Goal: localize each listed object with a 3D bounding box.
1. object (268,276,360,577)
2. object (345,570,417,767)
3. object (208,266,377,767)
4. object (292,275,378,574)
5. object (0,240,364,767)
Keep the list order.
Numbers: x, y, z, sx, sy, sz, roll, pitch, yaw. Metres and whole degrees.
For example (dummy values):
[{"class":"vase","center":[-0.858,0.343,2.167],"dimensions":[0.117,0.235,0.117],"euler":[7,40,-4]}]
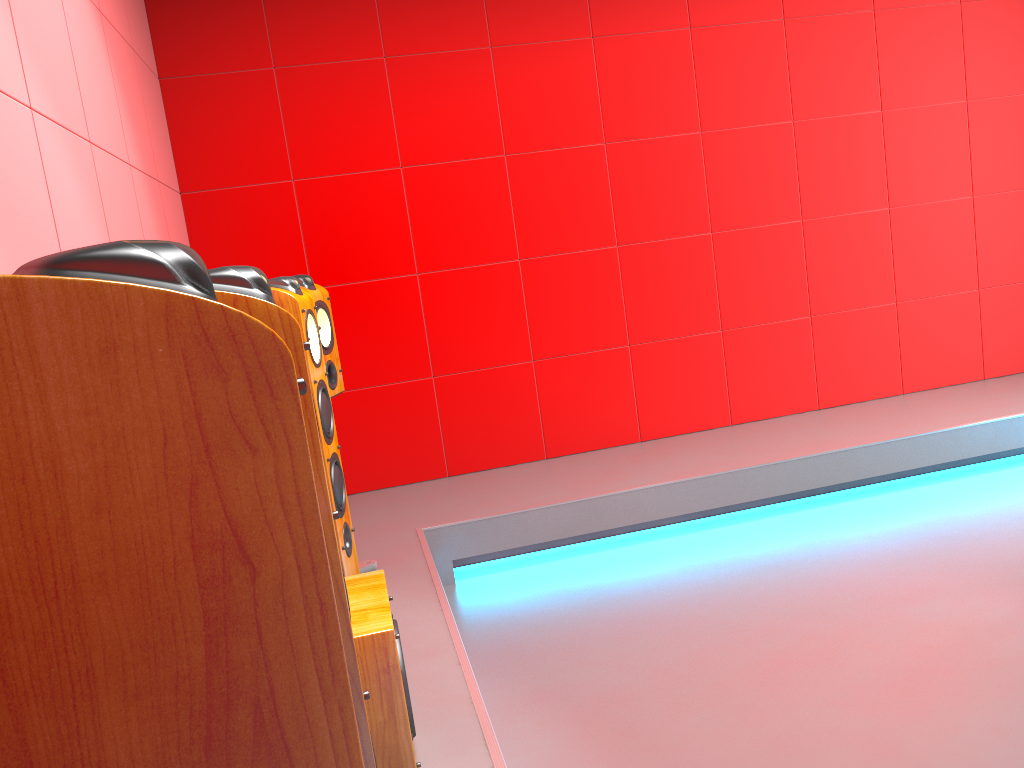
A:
[{"class":"object","center":[-0.608,0.231,2.480],"dimensions":[0.238,1.052,0.203],"euler":[-8,8,0]},{"class":"object","center":[-0.399,0.646,1.845],"dimensions":[0.360,0.360,0.360],"euler":[-9,8,-10]},{"class":"object","center":[-0.301,0.392,1.056],"dimensions":[0.238,1.052,0.203],"euler":[-11,9,-20]},{"class":"object","center":[-0.693,0.163,3.019],"dimensions":[0.265,1.058,0.231],"euler":[-7,8,10]},{"class":"object","center":[-0.200,0.448,0.552],"dimensions":[0.265,1.058,0.231],"euler":[-13,9,-30]}]
